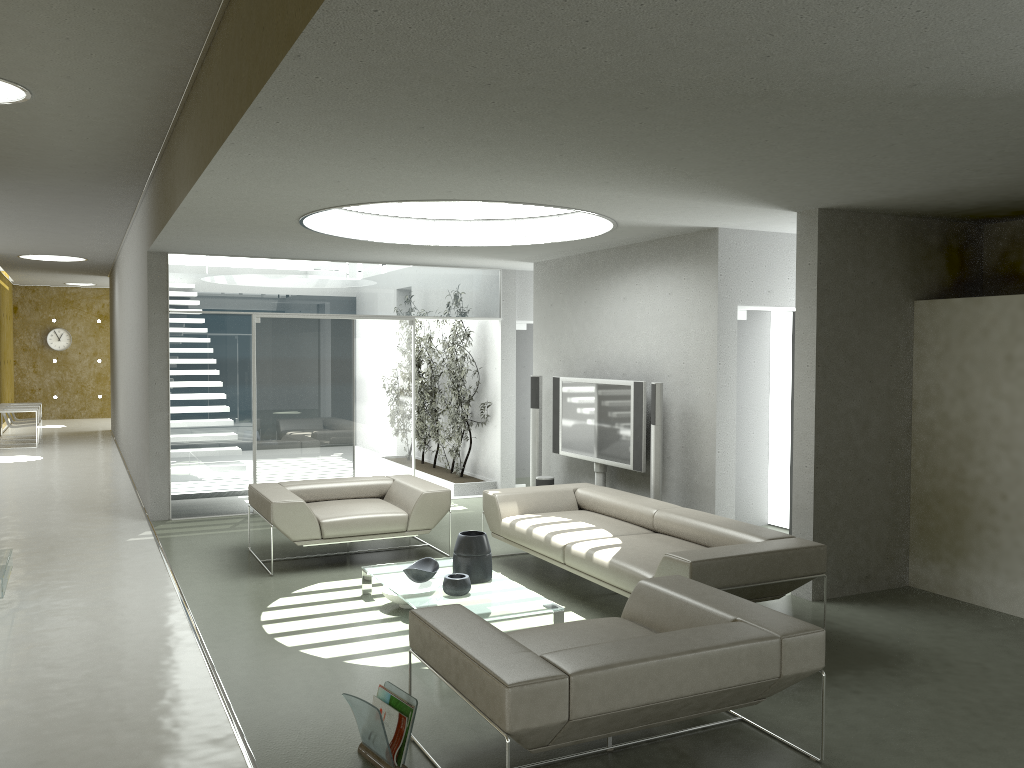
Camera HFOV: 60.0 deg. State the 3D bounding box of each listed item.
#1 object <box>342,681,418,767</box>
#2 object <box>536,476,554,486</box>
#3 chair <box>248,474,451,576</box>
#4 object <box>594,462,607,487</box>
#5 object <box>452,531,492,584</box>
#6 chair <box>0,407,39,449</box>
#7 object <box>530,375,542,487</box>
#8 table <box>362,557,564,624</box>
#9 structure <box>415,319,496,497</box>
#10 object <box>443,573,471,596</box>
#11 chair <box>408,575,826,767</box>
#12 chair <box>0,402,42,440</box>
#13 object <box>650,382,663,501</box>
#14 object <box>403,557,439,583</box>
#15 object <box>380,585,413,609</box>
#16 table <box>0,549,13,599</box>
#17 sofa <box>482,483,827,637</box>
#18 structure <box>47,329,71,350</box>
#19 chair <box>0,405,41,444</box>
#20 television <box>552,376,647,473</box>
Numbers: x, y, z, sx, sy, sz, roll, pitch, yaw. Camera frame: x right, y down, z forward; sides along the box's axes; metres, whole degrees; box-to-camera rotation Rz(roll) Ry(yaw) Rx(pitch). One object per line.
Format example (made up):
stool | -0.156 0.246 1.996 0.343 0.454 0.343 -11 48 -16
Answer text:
object | -0.552 1.436 3.692 0.216 0.288 0.329 -1 3 -36
object | 0.327 1.165 8.915 0.175 0.461 0.185 -1 2 -32
chair | -1.385 1.148 7.504 1.481 0.583 1.039 -1 2 -26
object | 0.766 1.076 8.282 0.323 0.689 0.882 -1 2 -26
object | -0.263 1.147 5.897 0.265 0.309 0.265 -2 3 -43
chair | -8.828 0.780 15.765 0.710 0.667 0.800 -1 2 -26
object | 0.259 0.646 9.295 0.310 1.469 0.310 0 2 1
table | -0.376 1.406 5.757 0.790 0.200 1.500 -1 2 -26
structure | -1.176 -0.017 12.010 0.646 2.589 3.371 -1 2 -27
object | -0.345 1.258 5.544 0.177 0.113 0.177 2 3 45
chair | 0.418 1.287 3.825 1.481 0.583 1.039 -1 2 -26
chair | -9.581 0.722 17.302 0.710 0.667 0.800 -1 2 -26
object | 1.184 0.723 7.257 0.310 1.469 0.310 2 3 41
object | -0.599 1.240 5.848 0.223 0.125 0.317 1 2 11
object | -0.692 1.435 5.976 0.387 0.124 0.387 2 3 36
table | -3.766 1.345 5.722 0.900 0.300 0.900 -1 2 -26
sofa | 0.811 1.197 6.326 1.037 0.585 2.791 -1 2 -26
structure | -11.169 -1.097 21.882 0.547 0.539 0.016 -1 2 -26
chair | -9.205 0.751 16.533 0.710 0.667 0.800 -1 2 -26
television | 0.817 0.341 8.279 0.127 0.781 1.603 -1 2 -26
